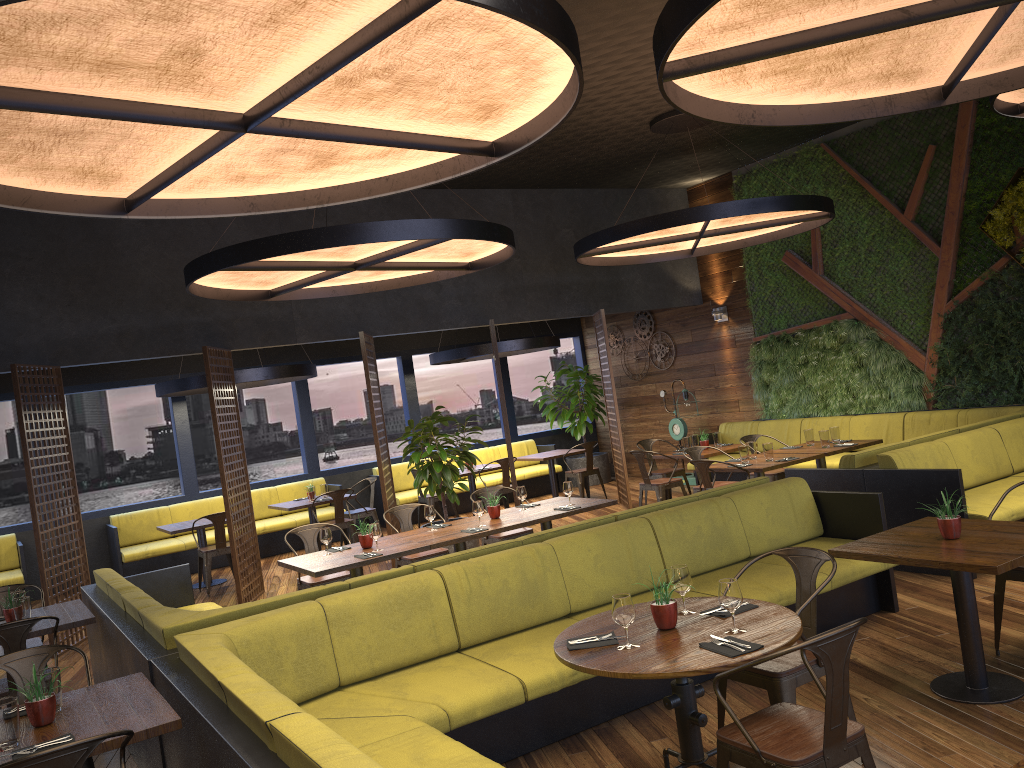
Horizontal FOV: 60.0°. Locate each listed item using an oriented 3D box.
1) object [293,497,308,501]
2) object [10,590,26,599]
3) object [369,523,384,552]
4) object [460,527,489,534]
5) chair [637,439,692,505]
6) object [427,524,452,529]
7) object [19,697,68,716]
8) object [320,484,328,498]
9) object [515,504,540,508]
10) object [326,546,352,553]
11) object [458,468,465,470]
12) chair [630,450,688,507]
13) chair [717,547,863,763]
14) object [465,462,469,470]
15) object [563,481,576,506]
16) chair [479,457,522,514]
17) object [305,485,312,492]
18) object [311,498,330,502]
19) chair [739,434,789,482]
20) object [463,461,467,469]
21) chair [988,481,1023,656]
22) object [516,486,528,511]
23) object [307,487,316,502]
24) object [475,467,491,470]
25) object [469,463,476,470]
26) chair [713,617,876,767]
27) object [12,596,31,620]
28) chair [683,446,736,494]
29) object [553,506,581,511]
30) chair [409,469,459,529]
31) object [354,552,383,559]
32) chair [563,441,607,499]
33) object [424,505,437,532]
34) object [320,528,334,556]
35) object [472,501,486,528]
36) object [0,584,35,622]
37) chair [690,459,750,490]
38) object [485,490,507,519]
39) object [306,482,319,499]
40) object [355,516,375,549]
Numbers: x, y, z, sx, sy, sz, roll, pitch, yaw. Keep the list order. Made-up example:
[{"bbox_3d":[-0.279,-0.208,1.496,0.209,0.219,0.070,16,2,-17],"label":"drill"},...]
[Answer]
[{"bbox_3d":[-2.784,1.529,11.844,0.255,0.019,0.157,-8,0,-32],"label":"object"},{"bbox_3d":[-3.355,1.505,6.030,0.102,0.178,0.102,-8,0,-16],"label":"object"},{"bbox_3d":[-1.035,1.166,6.744,0.097,0.206,0.097,-8,0,14],"label":"object"},{"bbox_3d":[-0.309,1.159,7.056,0.157,0.019,0.255,-8,0,-31],"label":"object"},{"bbox_3d":[1.955,1.167,11.474,0.504,0.917,0.541,-8,0,-31],"label":"chair"},{"bbox_3d":[-0.610,1.203,7.533,0.157,0.019,0.255,-8,0,-31],"label":"object"},{"bbox_3d":[-2.060,1.391,3.835,0.255,0.019,0.157,-8,0,-32],"label":"object"},{"bbox_3d":[-2.448,1.399,11.582,0.102,0.178,0.102,-8,0,44],"label":"object"},{"bbox_3d":[0.155,1.096,8.012,0.157,0.019,0.255,-8,0,-31],"label":"object"},{"bbox_3d":[-1.375,1.311,7.055,0.157,0.019,0.255,-8,0,-31],"label":"object"},{"bbox_3d":[-0.780,1.248,13.095,0.255,0.019,0.157,-8,0,-32],"label":"object"},{"bbox_3d":[1.730,1.195,10.456,0.541,0.917,0.504,-8,0,-31],"label":"chair"},{"bbox_3d":[1.214,1.241,3.969,0.541,0.917,0.504,-8,0,-31],"label":"chair"},{"bbox_3d":[-0.631,1.098,12.809,0.238,0.271,0.260,-8,0,-10],"label":"object"},{"bbox_3d":[0.495,0.952,7.701,0.097,0.206,0.097,-8,0,14],"label":"object"},{"bbox_3d":[-0.154,1.471,12.238,0.504,0.917,0.541,-8,0,-31],"label":"chair"},{"bbox_3d":[-2.670,1.432,11.737,0.102,0.178,0.102,-8,0,44],"label":"object"},{"bbox_3d":[-2.433,1.476,11.284,0.255,0.019,0.157,-8,0,-32],"label":"object"},{"bbox_3d":[2.914,1.024,9.991,0.504,0.917,0.541,-8,0,-31],"label":"chair"},{"bbox_3d":[-0.665,1.151,12.988,0.102,0.178,0.102,-8,0,44],"label":"object"},{"bbox_3d":[2.945,0.998,4.851,0.541,0.917,0.504,-8,0,-31],"label":"chair"},{"bbox_3d":[0.089,1.010,7.846,0.097,0.206,0.097,-8,0,14],"label":"object"},{"bbox_3d":[-2.570,1.416,11.392,0.102,0.178,0.102,-8,0,44],"label":"object"},{"bbox_3d":[-0.428,1.196,12.535,0.255,0.019,0.157,-8,0,-32],"label":"object"},{"bbox_3d":[-0.565,1.135,12.643,0.102,0.178,0.102,-8,0,44],"label":"object"},{"bbox_3d":[1.007,1.267,3.111,0.504,0.917,0.541,-8,0,-31],"label":"chair"},{"bbox_3d":[-3.180,1.479,5.761,0.102,0.178,0.102,-8,0,-26],"label":"object"},{"bbox_3d":[2.183,1.126,9.533,0.504,0.917,0.541,-8,0,-31],"label":"chair"},{"bbox_3d":[0.456,1.051,7.535,0.157,0.019,0.255,-8,0,-31],"label":"object"},{"bbox_3d":[-1.115,1.610,12.516,0.541,0.917,0.504,-8,0,-31],"label":"chair"},{"bbox_3d":[-1.074,1.266,6.578,0.157,0.019,0.255,-8,0,-31],"label":"object"},{"bbox_3d":[1.050,1.303,12.991,0.504,0.917,0.541,-8,0,-31],"label":"chair"},{"bbox_3d":[-0.676,1.117,7.368,0.097,0.206,0.097,-8,0,14],"label":"object"},{"bbox_3d":[-1.441,1.224,6.889,0.097,0.206,0.097,-8,0,14],"label":"object"},{"bbox_3d":[-0.270,1.059,7.223,0.097,0.206,0.097,-8,0,14],"label":"object"},{"bbox_3d":[-3.297,1.449,5.865,0.260,0.271,0.238,-8,0,-30],"label":"object"},{"bbox_3d":[2.062,1.139,8.567,0.541,0.917,0.504,-8,0,-31],"label":"chair"},{"bbox_3d":[-0.168,1.010,7.543,0.238,0.271,0.260,-8,0,-10],"label":"object"},{"bbox_3d":[-2.617,1.377,11.572,0.238,0.271,0.260,-8,0,-10],"label":"object"},{"bbox_3d":[-1.157,1.148,6.925,0.238,0.271,0.260,-8,0,-10],"label":"object"}]
